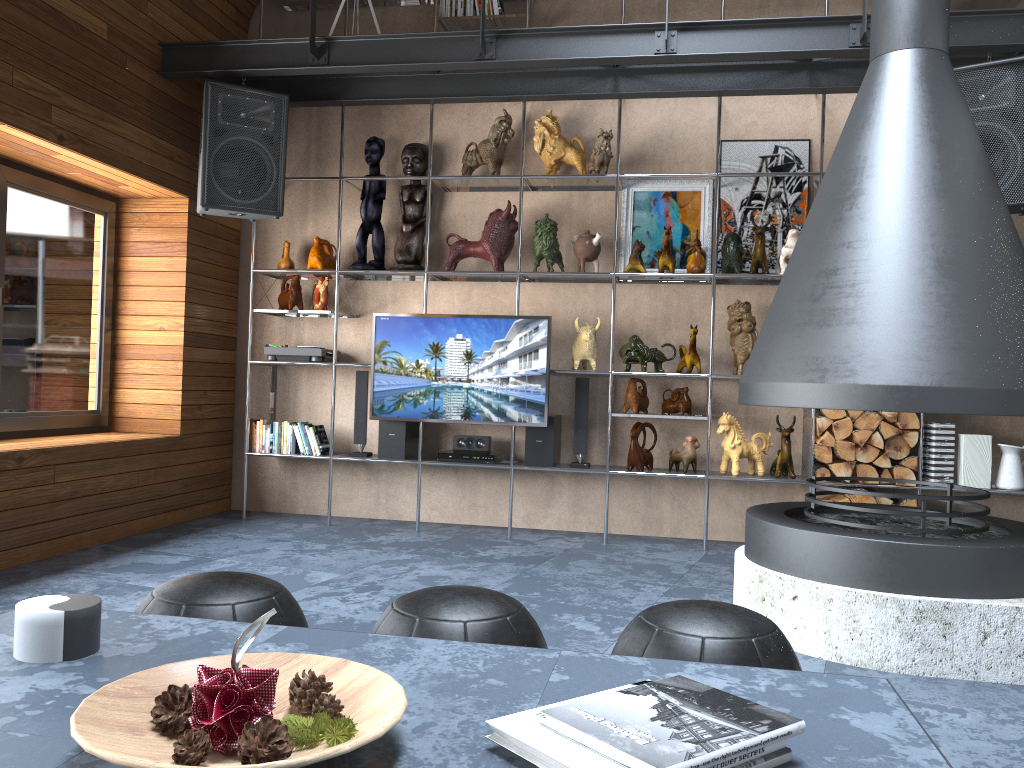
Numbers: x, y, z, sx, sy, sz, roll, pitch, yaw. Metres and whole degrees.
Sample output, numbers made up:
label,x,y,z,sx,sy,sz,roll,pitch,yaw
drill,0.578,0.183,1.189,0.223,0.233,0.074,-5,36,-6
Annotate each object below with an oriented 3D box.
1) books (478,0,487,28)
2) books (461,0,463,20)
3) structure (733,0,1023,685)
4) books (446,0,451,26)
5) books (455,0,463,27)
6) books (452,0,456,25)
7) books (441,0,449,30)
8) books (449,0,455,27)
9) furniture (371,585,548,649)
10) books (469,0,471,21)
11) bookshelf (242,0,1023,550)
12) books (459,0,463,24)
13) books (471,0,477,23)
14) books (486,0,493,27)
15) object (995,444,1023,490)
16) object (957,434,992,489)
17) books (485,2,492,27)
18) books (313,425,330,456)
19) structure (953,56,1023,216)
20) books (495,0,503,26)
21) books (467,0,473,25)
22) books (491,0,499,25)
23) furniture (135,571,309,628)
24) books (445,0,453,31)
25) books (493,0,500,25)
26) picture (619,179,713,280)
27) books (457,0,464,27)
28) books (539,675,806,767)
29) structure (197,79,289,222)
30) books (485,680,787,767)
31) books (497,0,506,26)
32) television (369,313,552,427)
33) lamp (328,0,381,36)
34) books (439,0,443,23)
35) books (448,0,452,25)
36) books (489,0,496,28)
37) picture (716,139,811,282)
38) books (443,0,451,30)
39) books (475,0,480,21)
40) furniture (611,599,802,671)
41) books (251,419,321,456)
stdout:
label,x,y,z,sx,sy,sz,roll,pitch,yaw
books,-0.184,-2.313,5.425,0.055,0.215,0.155,2,0,10
books,-0.293,-2.308,5.424,0.008,0.198,0.111,2,0,10
structure,1.805,-1.889,3.408,1.689,5.700,1.197,2,0,10
books,-0.384,-2.312,5.440,0.011,0.201,0.127,2,0,10
books,-0.321,-2.321,5.451,0.017,0.223,0.161,2,0,10
books,-0.342,-2.313,5.444,0.019,0.206,0.125,2,0,10
books,-0.407,-2.322,5.473,0.010,0.219,0.164,2,0,10
books,-0.361,-2.297,5.438,0.014,0.172,0.119,2,0,10
furniture,-0.118,0.662,1.861,0.401,0.462,0.402,2,0,30
books,-0.241,-2.306,5.408,0.008,0.198,0.111,2,0,10
bookshelf,3.731,-2.081,4.765,10.738,6.219,0.421,2,0,10
books,-0.303,-2.298,5.421,0.009,0.177,0.112,2,0,10
books,-0.232,-2.295,5.409,0.009,0.177,0.112,2,0,10
books,-0.138,-2.309,5.407,0.051,0.218,0.133,2,0,10
object,2.727,0.450,4.843,0.146,0.245,0.171,2,0,41
object,2.534,0.422,4.859,0.148,0.287,0.092,2,0,10
books,-0.150,-2.300,5.412,0.047,0.197,0.126,2,0,10
books,-1.191,0.352,5.571,0.081,0.185,0.138,2,0,10
structure,2.331,-1.183,4.378,0.460,0.744,0.506,2,0,36
books,-0.084,-2.309,5.397,0.049,0.216,0.137,2,0,10
books,-0.252,-2.322,5.417,0.017,0.230,0.122,2,0,10
books,-0.109,-2.294,5.408,0.048,0.188,0.120,2,0,10
furniture,-0.641,0.644,1.922,0.402,0.462,0.401,2,0,-40
books,-0.387,-2.322,5.476,0.008,0.219,0.177,2,0,10
books,-0.097,-2.304,5.400,0.051,0.205,0.131,2,0,10
picture,0.935,-0.939,5.385,0.544,0.625,0.136,2,0,10
books,-0.312,-2.301,5.429,0.012,0.183,0.117,2,0,10
books,0.201,0.427,1.119,0.265,0.017,0.210,2,0,-38
structure,-1.579,-1.314,5.098,0.461,0.735,0.488,2,0,-30
books,0.157,0.445,1.126,0.299,0.021,0.239,2,0,-38
books,-0.068,-2.297,5.392,0.049,0.191,0.138,2,0,10
television,-0.303,-0.088,5.221,1.075,0.638,0.115,2,0,11
lamp,-0.875,-2.365,5.041,0.475,1.002,0.475,2,0,34
books,-0.422,-2.313,5.458,0.011,0.201,0.127,2,0,10
books,-0.372,-2.312,5.445,0.011,0.201,0.127,2,0,10
books,-0.123,-2.309,5.417,0.049,0.216,0.137,2,0,10
picture,1.501,-1.040,5.310,0.529,0.863,0.090,2,0,10
books,-0.397,-2.322,5.472,0.010,0.220,0.171,2,0,10
books,-0.205,-2.318,5.421,0.054,0.220,0.117,2,0,10
furniture,0.388,0.679,1.802,0.402,0.462,0.401,2,0,25
books,-1.398,0.334,5.594,0.461,0.208,0.139,2,0,10
